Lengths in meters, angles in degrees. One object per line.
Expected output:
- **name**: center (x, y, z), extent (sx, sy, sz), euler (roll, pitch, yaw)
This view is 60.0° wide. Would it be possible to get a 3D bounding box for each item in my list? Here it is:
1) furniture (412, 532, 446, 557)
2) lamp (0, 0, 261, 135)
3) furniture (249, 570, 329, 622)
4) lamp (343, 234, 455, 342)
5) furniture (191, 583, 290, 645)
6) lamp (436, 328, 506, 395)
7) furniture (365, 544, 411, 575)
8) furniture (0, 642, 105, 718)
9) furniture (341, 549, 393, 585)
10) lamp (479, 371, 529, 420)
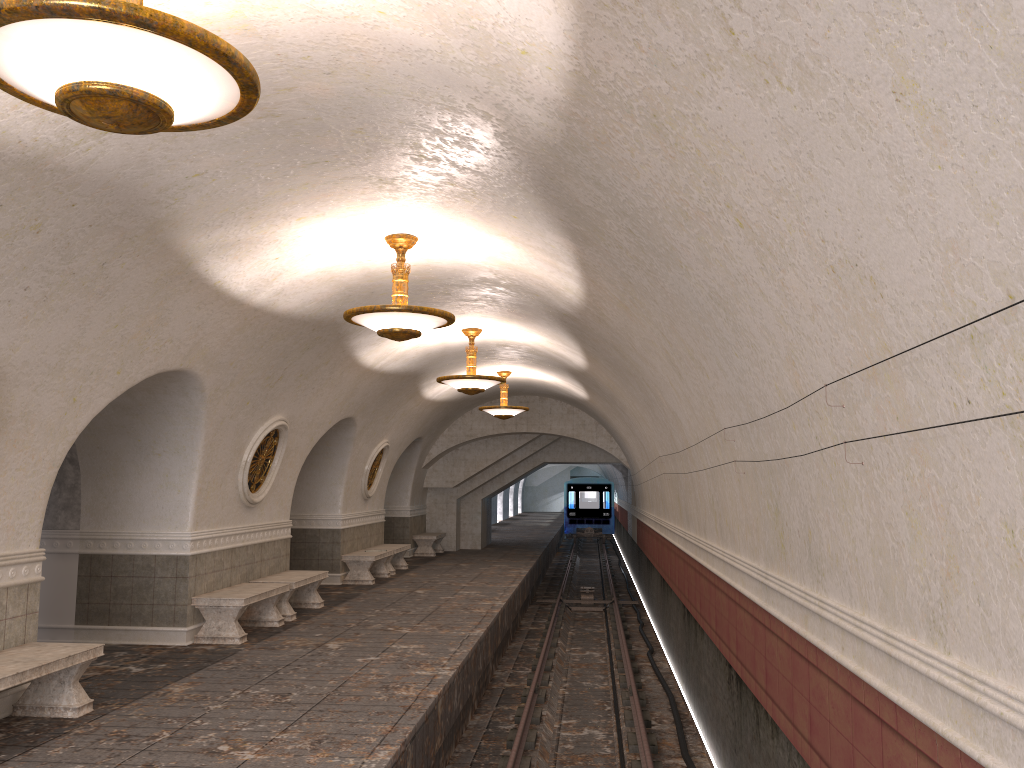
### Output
- **furniture**: center (-2.108, 4.097, 22.678), extent (0.613, 0.508, 1.509), euler (0, -7, 5)
- **lamp**: center (-1.445, -1.403, 3.287), extent (1.008, 0.955, 1.008), euler (2, -7, -11)
- **furniture**: center (-3.048, 2.898, 12.204), extent (0.613, 0.508, 1.509), euler (0, -7, 5)
- **lamp**: center (-1.016, -0.856, 8.067), extent (1.008, 0.955, 1.008), euler (-2, -7, 21)
- **furniture**: center (-3.197, 2.707, 10.540), extent (0.613, 0.508, 1.509), euler (0, -7, 5)
- **lamp**: center (-0.587, -0.309, 12.844), extent (1.008, 0.955, 1.008), euler (-2, -7, 21)
- **furniture**: center (-2.519, 3.573, 18.105), extent (0.613, 0.508, 1.509), euler (0, -7, 5)
- **furniture**: center (-3.583, 2.215, 6.246), extent (0.613, 0.508, 1.509), euler (0, -7, 5)
- **furniture**: center (-2.668, 3.383, 16.441), extent (0.613, 0.508, 1.509), euler (0, -7, 5)
- **lamp**: center (-0.158, 0.238, 17.624), extent (1.008, 0.955, 1.008), euler (6, -8, -39)
